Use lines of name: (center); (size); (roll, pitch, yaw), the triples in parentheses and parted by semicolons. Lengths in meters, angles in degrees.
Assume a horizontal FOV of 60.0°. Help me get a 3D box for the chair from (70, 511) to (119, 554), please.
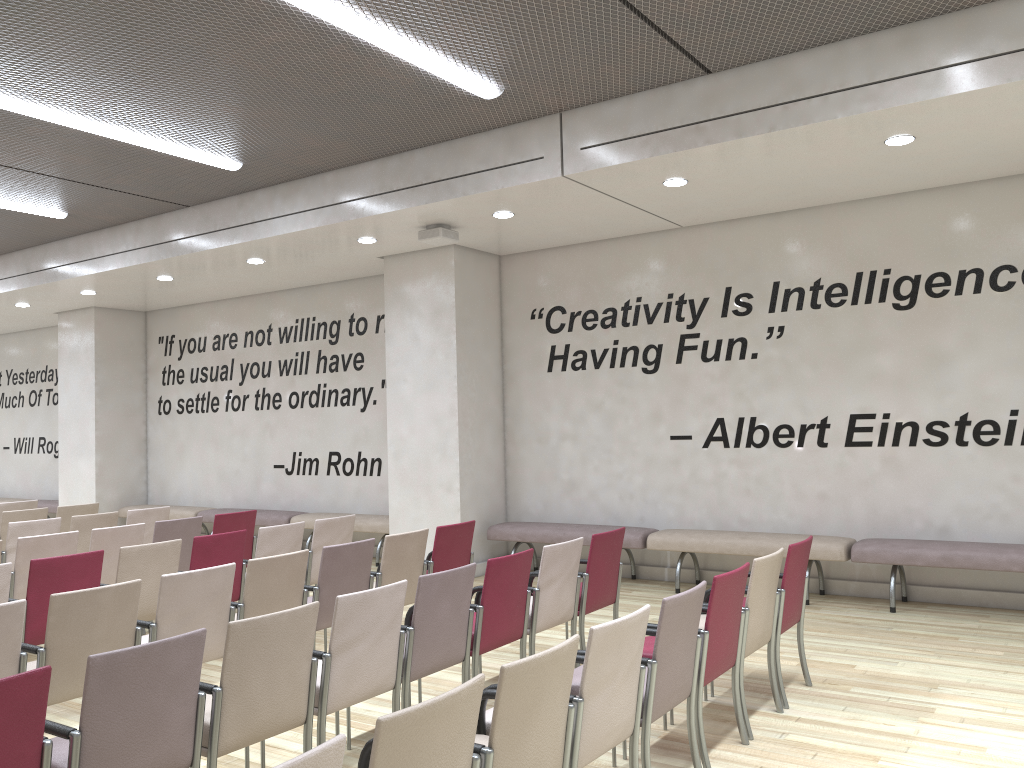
chair: (-3.996, 1.632, 8.174); (0.640, 0.890, 0.513); (-3, -3, 34)

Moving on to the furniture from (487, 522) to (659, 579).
furniture: (0.607, 1.717, 9.086); (1.833, 0.550, 0.530); (-3, -3, 34)

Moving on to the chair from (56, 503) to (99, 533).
chair: (-4.711, 1.704, 9.318); (0.640, 0.890, 0.513); (-3, -3, 34)

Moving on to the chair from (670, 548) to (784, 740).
chair: (1.111, 1.335, 4.745); (0.640, 0.890, 0.513); (-3, -3, 34)

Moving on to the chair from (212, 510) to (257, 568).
chair: (-2.651, 1.585, 7.944); (0.640, 0.890, 0.513); (-3, -3, 34)

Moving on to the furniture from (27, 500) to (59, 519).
furniture: (-7.476, 2.188, 14.528); (1.833, 0.550, 0.530); (-3, -3, 34)

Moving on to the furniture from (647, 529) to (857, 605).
furniture: (2.146, 1.627, 8.049); (1.833, 0.550, 0.530); (-3, -3, 34)

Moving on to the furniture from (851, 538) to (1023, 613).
furniture: (3.683, 1.537, 7.015); (1.833, 0.550, 0.530); (-3, -3, 34)

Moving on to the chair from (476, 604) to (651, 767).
chair: (0.176, 1.297, 3.368); (0.640, 0.890, 0.513); (-3, -3, 35)

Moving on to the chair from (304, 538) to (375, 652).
chair: (-1.232, 1.441, 5.656); (0.640, 0.890, 0.513); (-3, -3, 35)

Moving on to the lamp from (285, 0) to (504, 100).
lamp: (-1.062, -2.129, 5.067); (0.198, 0.045, 3.304); (-3, -3, 34)

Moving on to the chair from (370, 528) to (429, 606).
chair: (-0.933, 1.454, 6.123); (0.640, 0.890, 0.513); (-3, -3, 33)

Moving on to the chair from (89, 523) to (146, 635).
chair: (-3.277, 1.560, 7.028); (0.640, 0.890, 0.513); (-3, -3, 34)

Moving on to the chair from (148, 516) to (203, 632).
chair: (-2.978, 1.573, 7.490); (0.640, 0.890, 0.513); (-3, -3, 35)

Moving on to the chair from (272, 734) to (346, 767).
chair: (-0.738, 1.259, 2.007); (0.640, 0.890, 0.513); (-3, -3, 34)

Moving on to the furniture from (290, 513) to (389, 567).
furniture: (-1.903, 1.863, 10.776); (1.833, 0.550, 0.530); (-3, -3, 34)

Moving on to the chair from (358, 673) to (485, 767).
chair: (-0.431, 1.272, 2.470); (0.640, 0.890, 0.513); (-3, -3, 33)

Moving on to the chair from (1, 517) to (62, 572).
chair: (-4.297, 1.620, 7.726); (0.640, 0.890, 0.513); (-3, -3, 35)

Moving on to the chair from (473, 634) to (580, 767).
chair: (-0.130, 1.284, 2.912); (0.640, 0.890, 0.513); (-3, -3, 34)

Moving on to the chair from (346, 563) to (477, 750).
chair: (-0.538, 1.369, 4.512); (0.640, 0.890, 0.513); (-3, -3, 34)

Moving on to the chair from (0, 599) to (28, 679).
chair: (-2.474, 1.390, 3.831); (0.640, 0.890, 0.513); (-3, -3, 34)

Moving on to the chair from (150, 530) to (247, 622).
chair: (-2.263, 1.501, 6.344); (0.640, 0.890, 0.513); (-3, -3, 33)

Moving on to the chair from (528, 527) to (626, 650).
chair: (0.403, 1.406, 5.884); (0.640, 0.890, 0.513); (-3, -3, 34)

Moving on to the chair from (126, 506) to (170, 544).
chair: (-3.690, 1.644, 8.620); (0.640, 0.890, 0.513); (-3, -3, 35)

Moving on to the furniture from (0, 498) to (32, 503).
furniture: (-9.012, 2.278, 15.563); (1.833, 0.550, 0.530); (-3, -3, 34)

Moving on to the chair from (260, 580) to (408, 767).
chair: (-0.837, 1.356, 4.062); (0.640, 0.890, 0.513); (-3, -3, 34)

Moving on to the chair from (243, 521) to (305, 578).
chair: (-1.953, 1.513, 6.805); (0.640, 0.890, 0.513); (-3, -3, 33)

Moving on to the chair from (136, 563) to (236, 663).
chair: (-1.844, 1.415, 4.748); (0.640, 0.890, 0.513); (-3, -3, 35)

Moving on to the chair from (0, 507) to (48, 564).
chair: (-5.006, 1.691, 8.852); (0.640, 0.890, 0.513); (-3, -3, 33)

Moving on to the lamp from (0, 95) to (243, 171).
lamp: (-3.423, -1.991, 6.657); (0.198, 0.045, 3.304); (-3, -3, 34)

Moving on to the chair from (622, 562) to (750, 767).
chair: (0.805, 1.322, 4.289); (0.640, 0.890, 0.513); (-3, -3, 34)

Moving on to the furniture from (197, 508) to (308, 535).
furniture: (-3.439, 1.953, 11.810); (1.833, 0.550, 0.530); (-3, -3, 34)

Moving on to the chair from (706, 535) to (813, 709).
chair: (1.422, 1.347, 5.198); (0.640, 0.890, 0.513); (-3, -3, 33)

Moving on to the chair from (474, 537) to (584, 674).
chair: (0.086, 1.394, 5.421); (0.640, 0.890, 0.513); (-3, -3, 34)

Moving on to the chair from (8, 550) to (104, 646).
chair: (-2.872, 1.475, 5.439); (0.640, 0.890, 0.513); (-3, -3, 35)

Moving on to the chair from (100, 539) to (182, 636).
chair: (-2.561, 1.488, 5.892); (0.640, 0.890, 0.513); (-3, -3, 34)

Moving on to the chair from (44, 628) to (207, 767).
chair: (-1.457, 1.332, 3.159); (0.640, 0.890, 0.513); (-3, -3, 34)

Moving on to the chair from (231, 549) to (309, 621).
chair: (-1.554, 1.428, 5.197); (0.640, 0.890, 0.513); (-3, -3, 33)

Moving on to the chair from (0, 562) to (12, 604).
chair: (-3.186, 1.463, 4.988); (0.640, 0.890, 0.513); (-3, -3, 34)

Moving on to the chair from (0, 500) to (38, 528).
chair: (-5.722, 1.763, 9.999); (0.640, 0.890, 0.513); (-3, -3, 33)

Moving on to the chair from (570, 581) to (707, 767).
chair: (0.493, 1.309, 3.822); (0.640, 0.890, 0.513); (-3, -3, 33)

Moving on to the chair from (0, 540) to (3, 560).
chair: (-3.892, 1.534, 6.117); (0.640, 0.890, 0.513); (-3, -3, 33)

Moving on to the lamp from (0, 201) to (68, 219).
lamp: (-5.795, -1.853, 8.254); (0.198, 0.045, 3.304); (-3, -3, 34)

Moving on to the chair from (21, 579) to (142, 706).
chair: (-2.160, 1.403, 4.289); (0.640, 0.890, 0.513); (-3, -3, 35)

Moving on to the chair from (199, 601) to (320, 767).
chair: (-1.145, 1.344, 3.606); (0.640, 0.890, 0.513); (-3, -3, 35)

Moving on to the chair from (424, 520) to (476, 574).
chair: (-0.627, 1.466, 6.567); (0.640, 0.890, 0.513); (-3, -3, 34)

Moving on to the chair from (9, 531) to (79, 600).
chair: (-3.588, 1.548, 6.587); (0.640, 0.890, 0.513); (-3, -3, 34)

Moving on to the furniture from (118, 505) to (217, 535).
furniture: (-4.979, 2.043, 12.847); (1.833, 0.550, 0.530); (-3, -3, 34)

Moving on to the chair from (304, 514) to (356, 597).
chair: (-1.642, 1.526, 7.260); (0.640, 0.890, 0.513); (-3, -3, 33)

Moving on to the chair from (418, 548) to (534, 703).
chair: (-0.231, 1.382, 4.972); (0.640, 0.890, 0.513); (-3, -3, 33)

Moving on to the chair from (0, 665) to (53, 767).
chair: (-1.773, 1.319, 2.690); (0.640, 0.890, 0.513); (-3, -3, 33)
